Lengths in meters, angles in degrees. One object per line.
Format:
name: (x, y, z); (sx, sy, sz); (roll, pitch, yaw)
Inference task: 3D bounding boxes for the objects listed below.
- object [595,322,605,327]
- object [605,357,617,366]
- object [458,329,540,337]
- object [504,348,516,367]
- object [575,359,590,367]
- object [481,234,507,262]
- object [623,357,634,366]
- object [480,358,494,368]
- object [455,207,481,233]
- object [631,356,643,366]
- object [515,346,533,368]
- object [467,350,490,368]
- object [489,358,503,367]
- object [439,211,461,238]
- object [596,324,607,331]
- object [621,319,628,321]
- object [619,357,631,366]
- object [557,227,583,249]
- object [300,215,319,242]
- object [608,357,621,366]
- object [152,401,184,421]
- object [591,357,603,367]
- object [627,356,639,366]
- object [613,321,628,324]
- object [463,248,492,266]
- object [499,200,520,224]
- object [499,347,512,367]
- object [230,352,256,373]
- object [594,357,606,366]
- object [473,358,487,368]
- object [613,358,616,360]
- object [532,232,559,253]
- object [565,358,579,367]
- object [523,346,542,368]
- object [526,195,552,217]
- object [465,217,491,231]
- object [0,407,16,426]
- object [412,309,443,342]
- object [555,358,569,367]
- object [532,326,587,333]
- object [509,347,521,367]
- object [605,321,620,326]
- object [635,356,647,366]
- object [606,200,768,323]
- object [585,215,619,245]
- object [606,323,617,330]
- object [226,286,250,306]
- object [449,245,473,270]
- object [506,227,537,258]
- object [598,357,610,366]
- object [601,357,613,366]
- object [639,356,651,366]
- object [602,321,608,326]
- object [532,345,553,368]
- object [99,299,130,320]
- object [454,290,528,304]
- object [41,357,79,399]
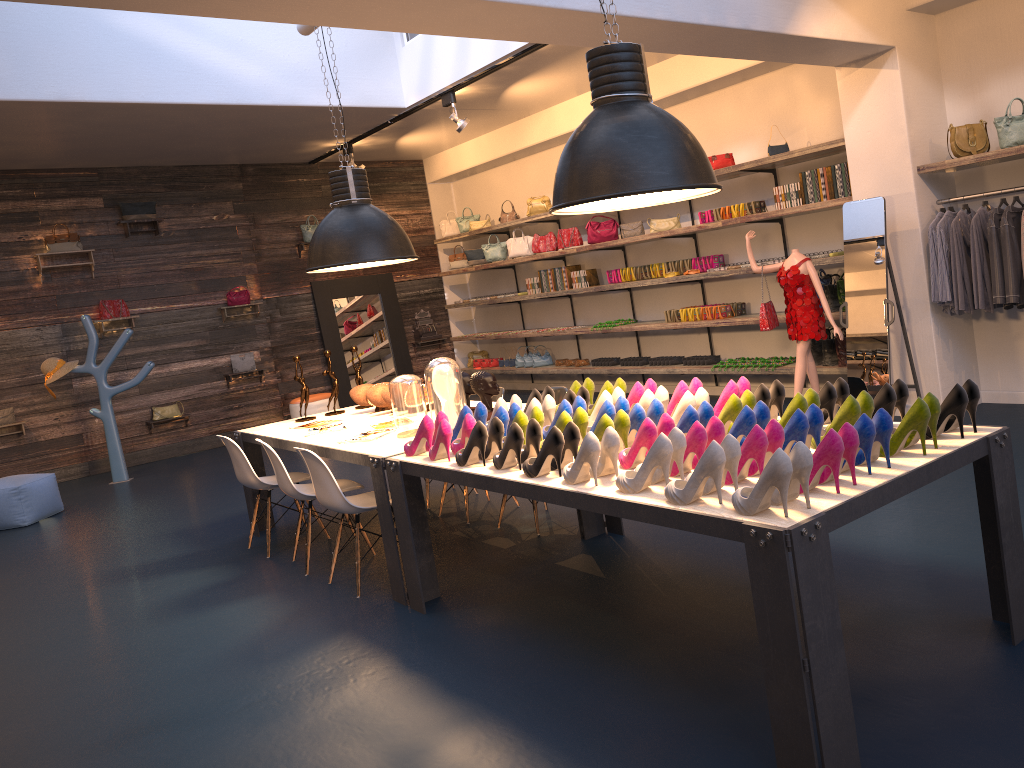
object: (1.071, -0.705, 10.215); (0.256, 0.063, 0.077); (-12, 6, -32)
object: (1.192, -0.267, 10.400); (0.203, 0.087, 0.060); (-12, 6, -36)
object: (-0.197, -0.707, 12.098); (0.384, 0.024, 1.719); (-12, 8, -34)
object: (-0.029, -0.383, 12.117); (0.211, 0.279, 0.056); (-10, 4, -16)
object: (0.894, -0.269, 10.798); (0.216, 0.082, 0.230); (-2, 8, 44)
object: (-0.232, -1.840, 11.721); (0.363, 0.366, 0.179); (-8, 4, 5)
object: (1.378, -0.264, 10.136); (0.203, 0.087, 0.060); (-12, 6, -36)
object: (-0.350, -0.306, 12.536); (0.223, 0.118, 0.089); (-8, 5, -4)
object: (-0.617, -2.312, 12.257); (0.363, 0.366, 0.179); (-8, 4, 5)
object: (1.452, -0.262, 10.029); (0.203, 0.087, 0.060); (-12, 6, -36)
object: (0.164, -0.376, 11.769); (0.283, 0.282, 0.093); (-9, 4, -9)
object: (-0.496, -0.384, 12.905); (0.375, 0.233, 0.197); (-9, 5, -4)
object: (-0.221, -0.308, 12.391); (0.222, 0.118, 0.089); (-8, 5, -3)
object: (-0.849, -2.334, 12.646); (0.444, 0.385, 0.184); (-10, 4, -14)
object: (1.056, -0.667, 10.147); (0.255, 0.058, 0.076); (-13, 7, -40)
object: (1.311, -0.735, 10.188); (0.079, 0.073, 0.254); (-5, 7, 33)
object: (1.342, -0.264, 10.187); (0.203, 0.087, 0.060); (-12, 6, -36)
object: (0.677, -1.755, 10.398); (0.299, 0.249, 0.144); (-6, 5, 25)
object: (-2.665, -2.076, 11.626); (0.161, 0.366, 0.401); (-5, 6, 42)
object: (1.229, -0.267, 10.348); (0.203, 0.087, 0.060); (-12, 6, -36)
object: (-4.099, 0.322, 10.384); (0.213, 0.173, 0.393); (-5, 7, 33)
object: (1.047, -0.270, 10.608); (0.203, 0.087, 0.060); (-12, 6, -36)
object: (1.415, -0.263, 10.083); (0.203, 0.087, 0.060); (-12, 6, -36)
object: (1.241, -0.707, 10.023); (0.256, 0.067, 0.078); (-12, 6, -30)
object: (-0.459, -1.788, 12.163); (0.417, 0.231, 0.179); (-8, 5, 1)
object: (-0.053, -2.264, 11.413); (0.275, 0.299, 0.110); (-6, 5, 24)
object: (-0.101, -0.383, 12.214); (0.205, 0.279, 0.057); (-9, 4, -7)
object: (-3.396, -0.274, 10.996); (0.293, 0.229, 0.074); (-10, 4, -21)
object: (1.083, -0.269, 10.557); (0.203, 0.087, 0.060); (-12, 6, -36)
object: (-0.463, -0.309, 12.698); (0.223, 0.118, 0.089); (-8, 5, -4)
object: (1.227, -0.294, 10.342); (0.051, 0.022, 0.010); (-12, 6, -37)
object: (0.409, -1.767, 10.845); (0.327, 0.253, 0.142); (-7, 5, 12)
object: (0.791, -0.279, 11.019); (0.216, 0.082, 0.230); (-2, 8, 44)
object: (0.277, -0.375, 11.618); (0.278, 0.282, 0.095); (-9, 4, -3)
object: (0.336, -2.217, 10.777); (0.357, 0.233, 0.207); (-7, 5, 12)
object: (-0.475, -2.205, 12.023); (0.349, 0.173, 0.241); (-6, 6, 16)
object: (-5.503, 0.359, 9.358); (0.096, 0.175, 0.290); (-5, 6, 34)
object: (-1.257, -0.864, 12.659); (0.389, 0.459, 0.215); (-12, 5, -36)
object: (0.668, -0.285, 11.227); (0.227, 0.082, 0.220); (-11, 7, -24)
object: (0.577, -0.695, 10.992); (0.386, 0.029, 0.813); (-12, 8, -35)
object: (0.045, -0.381, 12.005); (0.205, 0.279, 0.057); (-9, 4, -7)
object: (1.167, -0.704, 10.078); (0.255, 0.064, 0.079); (-11, 6, -30)
object: (1.487, -0.262, 9.979); (0.203, 0.087, 0.060); (-12, 6, -36)
object: (1.816, -1.210, 9.292); (0.496, 1.132, 2.470); (-11, 7, -34)
object: (1.038, -1.793, 10.026); (0.277, 0.336, 0.373); (-4, 7, 43)
object: (1.152, -0.665, 10.010); (0.255, 0.058, 0.076); (-13, 7, -40)
object: (-3.470, -1.114, 10.992); (0.269, 0.242, 0.200); (-13, 6, -40)
object: (-0.758, -1.843, 12.565); (0.347, 0.334, 0.168); (-8, 4, 7)
object: (0.120, -1.856, 11.351); (0.408, 0.385, 0.201); (-7, 5, 15)
object: (1.120, -0.269, 10.505); (0.203, 0.087, 0.060); (-12, 6, -36)
object: (1.157, -0.268, 10.451); (0.203, 0.087, 0.060); (-12, 6, -36)
object: (1.524, -0.261, 9.926); (0.203, 0.087, 0.060); (-12, 6, -36)
object: (1.145, -0.708, 10.161); (0.255, 0.068, 0.077); (-12, 6, -30)
object: (0.391, -0.374, 11.468); (0.278, 0.282, 0.095); (-9, 4, -3)
object: (-4.615, -0.872, 10.089); (0.127, 0.254, 0.348); (-5, 6, 42)
object: (-0.280, -1.224, 12.217); (0.524, 0.060, 1.395); (-12, 8, -35)
object: (-4.729, -0.070, 9.129); (0.364, 0.440, 0.326); (-12, 6, -39)
